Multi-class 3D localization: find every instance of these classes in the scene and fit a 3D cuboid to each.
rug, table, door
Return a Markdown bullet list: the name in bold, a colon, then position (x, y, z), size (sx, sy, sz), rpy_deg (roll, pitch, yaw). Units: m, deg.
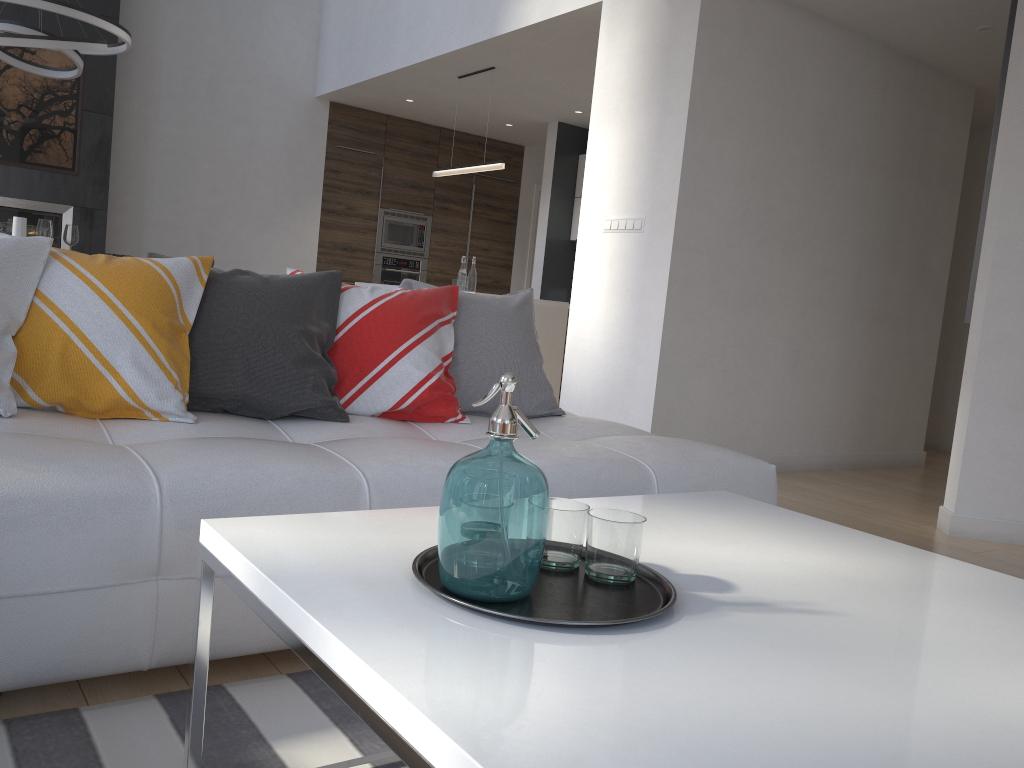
- **rug**: position (0.393, 0.706, 1.396), size (2.326, 0.016, 1.662), rpy_deg (2, 6, -36)
- **table**: position (0.295, 0.494, 1.143), size (1.091, 0.435, 1.091), rpy_deg (2, 6, -35)
- **door**: position (0.543, -1.108, 10.057), size (0.974, 2.136, 0.085), rpy_deg (2, 6, -35)

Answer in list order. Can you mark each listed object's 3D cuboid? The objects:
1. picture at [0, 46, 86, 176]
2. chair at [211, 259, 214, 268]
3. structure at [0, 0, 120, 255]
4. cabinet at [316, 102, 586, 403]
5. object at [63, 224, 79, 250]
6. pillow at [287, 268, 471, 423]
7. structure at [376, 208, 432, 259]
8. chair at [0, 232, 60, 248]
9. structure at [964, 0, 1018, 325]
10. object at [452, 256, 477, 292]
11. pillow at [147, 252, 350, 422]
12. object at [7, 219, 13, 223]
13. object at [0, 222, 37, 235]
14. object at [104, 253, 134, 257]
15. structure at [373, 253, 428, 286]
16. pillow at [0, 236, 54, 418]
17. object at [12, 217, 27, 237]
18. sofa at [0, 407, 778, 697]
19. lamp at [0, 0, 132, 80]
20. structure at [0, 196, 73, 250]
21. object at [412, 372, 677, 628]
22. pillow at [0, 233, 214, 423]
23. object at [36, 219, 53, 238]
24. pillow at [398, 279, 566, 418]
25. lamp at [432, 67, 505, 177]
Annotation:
- **picture**: position (-3.717, -2.112, 6.482), size (1.056, 0.990, 0.026), rpy_deg (2, 6, -35)
- **chair**: position (-2.199, -0.368, 5.483), size (0.619, 0.891, 0.655), rpy_deg (2, 6, -34)
- **structure**: position (-3.576, -3.337, 6.352), size (1.500, 6.351, 0.722), rpy_deg (2, 6, -35)
- **cabinet**: position (0.352, -1.058, 7.091), size (2.402, 2.501, 4.694), rpy_deg (2, 6, -35)
- **object**: position (-2.614, -0.830, 5.250), size (0.083, 0.220, 0.083), rpy_deg (5, 5, -7)
- **pillow**: position (-1.078, -0.120, 2.152), size (2.250, 0.449, 0.575), rpy_deg (2, 6, -38)
- **structure**: position (-1.204, -1.525, 9.043), size (0.595, 0.430, 0.459), rpy_deg (2, 6, -35)
- **chair**: position (-2.538, -0.320, 4.553), size (0.655, 0.891, 0.619), rpy_deg (3, 6, -29)
- **structure**: position (4.612, -1.278, 3.884), size (4.190, 4.339, 2.823), rpy_deg (2, 6, -35)
- **object**: position (-0.373, -0.808, 6.470), size (0.148, 0.267, 0.323), rpy_deg (8, 5, 19)
- **pillow**: position (-1.337, -0.155, 1.954), size (2.120, 0.436, 0.608), rpy_deg (2, 7, -40)
- **object**: position (-2.962, -0.868, 5.270), size (0.083, 0.220, 0.083), rpy_deg (7, 5, 15)
- **object**: position (-2.801, -0.815, 5.063), size (0.278, 0.184, 0.278), rpy_deg (3, 6, -27)
- **object**: position (-2.346, -0.734, 5.291), size (0.258, 0.074, 0.258), rpy_deg (9, 6, 35)
- **structure**: position (-1.244, -1.027, 9.073), size (0.595, 0.570, 0.495), rpy_deg (2, 6, -35)
- **pillow**: position (-1.212, -0.068, 1.086), size (0.580, 0.456, 2.156), rpy_deg (5, 5, -10)
- **object**: position (-1.525, -0.292, 2.558), size (0.316, 0.398, 0.319), rpy_deg (5, 5, -12)
- **sofa**: position (-0.561, 0.231, 1.562), size (3.424, 0.732, 2.614), rpy_deg (2, 6, -35)
- **lamp**: position (-2.465, -4.010, 4.776), size (1.000, 4.513, 1.000), rpy_deg (3, 6, -34)
- **structure**: position (-3.892, -1.225, 6.679), size (1.010, 0.651, 0.295), rpy_deg (2, 6, -35)
- **object**: position (0.052, 0.120, 1.101), size (0.330, 0.265, 0.330), rpy_deg (5, 5, -11)
- **pillow**: position (-1.196, -0.076, 1.404), size (0.630, 0.440, 2.095), rpy_deg (7, 5, 11)
- **object**: position (-2.567, -0.791, 4.867), size (0.083, 0.220, 0.083), rpy_deg (8, 6, 26)
- **pillow**: position (-0.807, -0.104, 1.936), size (0.647, 0.453, 2.953), rpy_deg (10, 7, 42)
- **lamp**: position (-0.308, -1.977, 6.702), size (0.020, 0.756, 0.998), rpy_deg (2, 6, -35)
